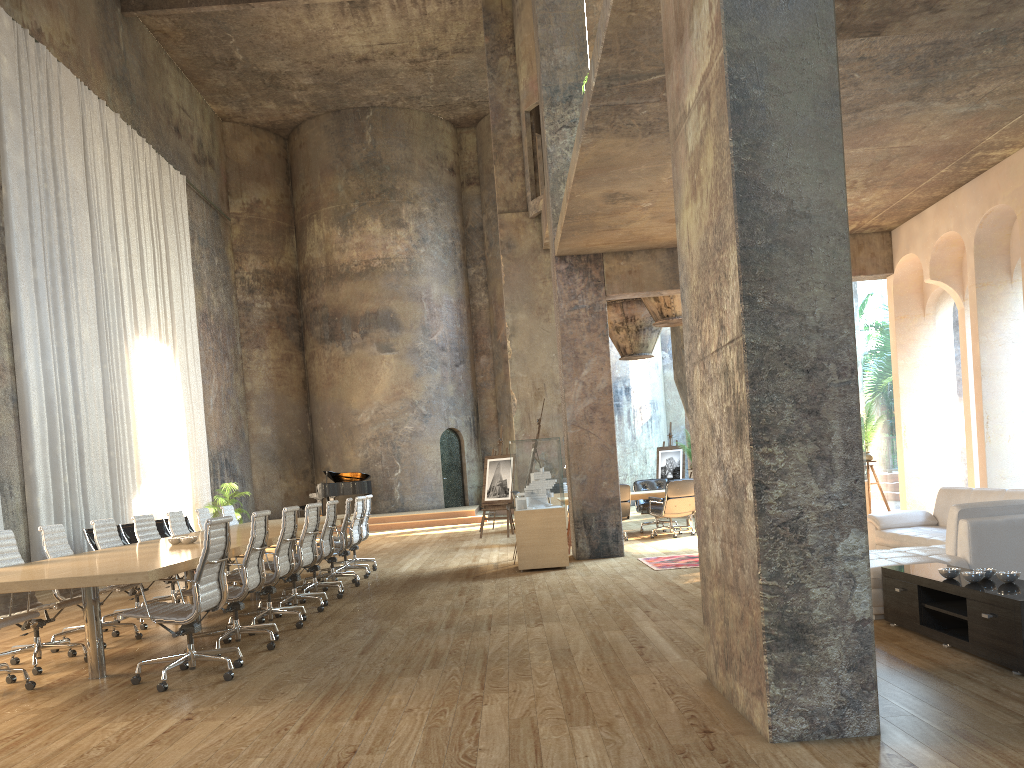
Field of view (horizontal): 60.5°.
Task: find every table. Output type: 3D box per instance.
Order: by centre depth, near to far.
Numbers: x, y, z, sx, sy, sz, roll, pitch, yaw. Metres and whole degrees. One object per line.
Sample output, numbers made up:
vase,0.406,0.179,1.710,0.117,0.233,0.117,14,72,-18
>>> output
table,-2.856,1.902,8.850,1.600,0.758,7.735,-4,-6,-1
table,1.974,2.136,14.376,2.409,0.701,1.107,-4,-4,0

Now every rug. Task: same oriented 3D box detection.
rug,2.766,1.986,10.155,2.462,0.009,1.350,-4,-6,0

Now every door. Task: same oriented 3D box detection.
door,-1.770,2.421,25.386,0.897,2.299,0.092,-5,2,-42

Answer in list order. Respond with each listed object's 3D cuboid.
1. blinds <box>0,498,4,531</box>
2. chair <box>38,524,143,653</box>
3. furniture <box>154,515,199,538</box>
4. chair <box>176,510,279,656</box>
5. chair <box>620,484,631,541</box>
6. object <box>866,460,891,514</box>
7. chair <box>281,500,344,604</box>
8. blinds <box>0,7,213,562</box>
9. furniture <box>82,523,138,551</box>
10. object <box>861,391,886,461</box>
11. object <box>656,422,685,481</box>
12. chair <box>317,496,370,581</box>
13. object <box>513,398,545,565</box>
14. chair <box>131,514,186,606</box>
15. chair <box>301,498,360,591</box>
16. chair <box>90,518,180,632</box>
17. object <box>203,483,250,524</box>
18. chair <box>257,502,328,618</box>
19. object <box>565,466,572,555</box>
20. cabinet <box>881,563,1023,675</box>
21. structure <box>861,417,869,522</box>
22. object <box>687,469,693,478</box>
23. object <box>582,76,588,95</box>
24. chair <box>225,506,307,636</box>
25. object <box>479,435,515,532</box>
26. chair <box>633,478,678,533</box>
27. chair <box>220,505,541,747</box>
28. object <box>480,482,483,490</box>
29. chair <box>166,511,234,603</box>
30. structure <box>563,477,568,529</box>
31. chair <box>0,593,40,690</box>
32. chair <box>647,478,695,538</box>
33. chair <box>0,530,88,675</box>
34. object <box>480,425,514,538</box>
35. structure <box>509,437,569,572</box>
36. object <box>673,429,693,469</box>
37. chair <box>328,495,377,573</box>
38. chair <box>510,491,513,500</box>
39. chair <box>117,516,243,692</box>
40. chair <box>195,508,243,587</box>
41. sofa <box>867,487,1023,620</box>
blinds,-7.281,-1.846,8.226,0.275,8.650,7.837,-4,-2,0
chair,-3.509,1.666,7.353,0.699,1.026,0.665,-4,0,-1
furniture,-5.963,2.859,16.246,0.708,0.841,1.876,-4,-5,-1
chair,-2.117,1.480,6.571,0.699,1.026,0.665,-4,0,3
chair,1.470,2.005,13.651,0.729,0.893,0.823,-4,-2,-7
object,4.819,1.546,12.044,0.655,0.973,0.573,-4,0,-36
chair,-2.133,1.759,9.268,0.699,1.026,0.665,-4,0,5
blinds,-7.326,-0.952,16.870,0.275,8.650,7.837,-4,-2,0
furniture,-5.950,2.612,13.858,0.708,0.841,1.876,-4,-5,-1
object,4.809,0.593,12.020,0.686,0.940,0.862,-4,-2,-10
object,3.751,1.954,20.664,0.704,2.149,0.680,-4,1,28
chair,-2.145,1.945,11.057,0.700,1.026,0.664,-4,0,8
object,0.272,1.275,11.515,0.684,2.149,0.700,-4,1,-1
chair,-3.527,1.854,9.166,0.700,1.026,0.664,-4,0,8
chair,-2.132,1.855,10.201,0.699,1.026,0.665,-4,0,-1
chair,-3.525,1.763,8.285,0.699,1.026,0.665,-4,0,5
object,-6.361,2.947,19.762,1.090,1.458,1.132,-4,-1,-9
chair,-2.131,1.669,8.388,0.700,1.026,0.664,-4,0,8
object,0.999,1.711,12.329,0.571,1.299,0.658,-4,0,0
cabinet,2.599,1.285,4.965,0.396,0.369,1.566,-4,-5,-1
structure,4.226,1.253,11.560,0.594,1.549,0.742,-4,0,-1
object,4.097,2.372,19.531,0.657,0.973,0.571,-4,0,-6
object,1.586,-2.843,10.449,1.403,1.811,1.356,-4,-1,5
chair,-2.124,1.575,7.489,0.699,1.026,0.665,-4,0,5
object,-0.332,2.038,18.480,0.687,2.149,0.697,-4,1,26
chair,2.474,2.082,15.134,0.729,0.893,0.822,-4,-2,0
chair,-0.713,1.927,11.878,12.948,1.031,31.589,-4,-6,-1
object,-0.536,3.202,25.830,0.914,0.992,0.906,-5,-2,11
chair,-3.535,1.948,10.065,0.699,1.026,0.665,-4,0,5
structure,0.919,2.362,17.311,0.743,1.015,0.736,-4,-1,0
chair,-3.471,1.486,5.632,0.699,1.026,0.665,-4,0,5
chair,2.478,1.932,13.684,0.727,0.893,0.825,-4,-2,-27
chair,-3.504,1.578,6.496,0.700,1.026,0.664,-4,0,8
object,-0.216,1.835,16.592,0.704,2.149,0.680,-4,1,32
structure,0.318,1.453,10.632,0.594,1.549,0.742,-4,0,-1
object,3.969,1.430,19.526,0.690,0.940,0.857,-5,-2,20
chair,-2.185,2.037,11.921,0.699,1.026,0.665,-4,0,5
chair,0.417,2.160,14.380,0.820,0.893,0.731,-4,-1,-4
chair,-2.114,1.382,5.623,0.699,1.026,0.665,-4,0,5
chair,-3.541,2.043,10.983,0.699,1.026,0.665,-4,0,3
sofa,3.366,1.287,7.270,2.064,0.721,2.936,-4,-5,-1
